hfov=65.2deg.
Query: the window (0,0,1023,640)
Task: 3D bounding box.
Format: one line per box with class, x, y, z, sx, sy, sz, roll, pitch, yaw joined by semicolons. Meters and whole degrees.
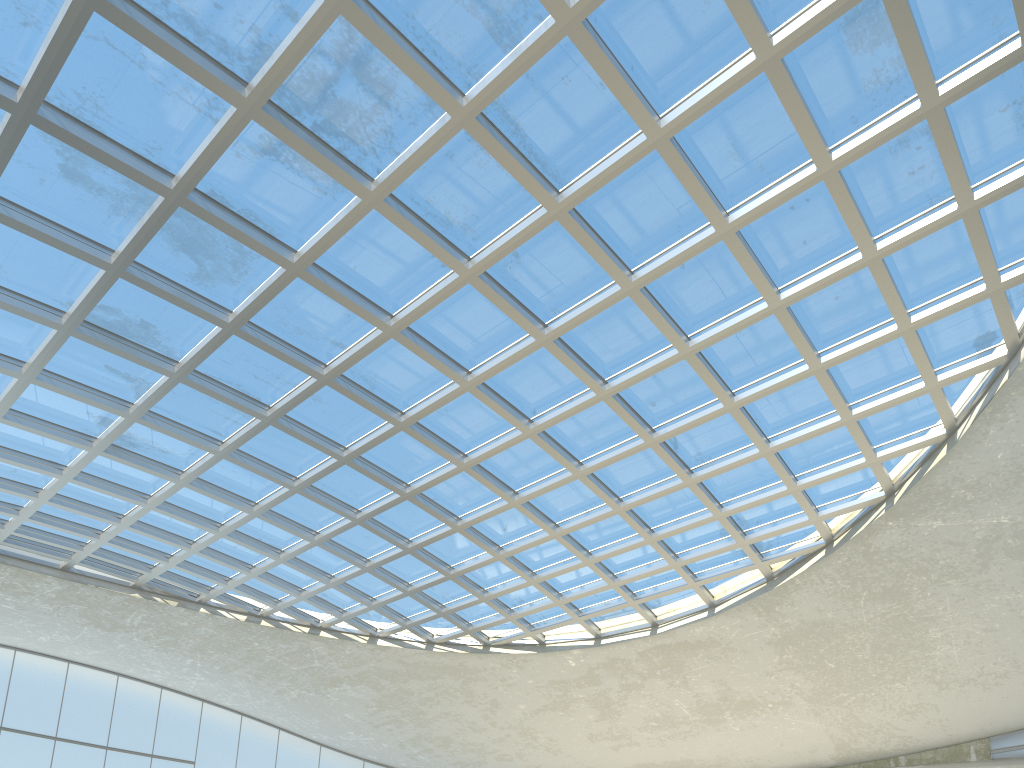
window;-12.707;2.092;42.426;83.153;9.693;86.402;-25;-43;33
